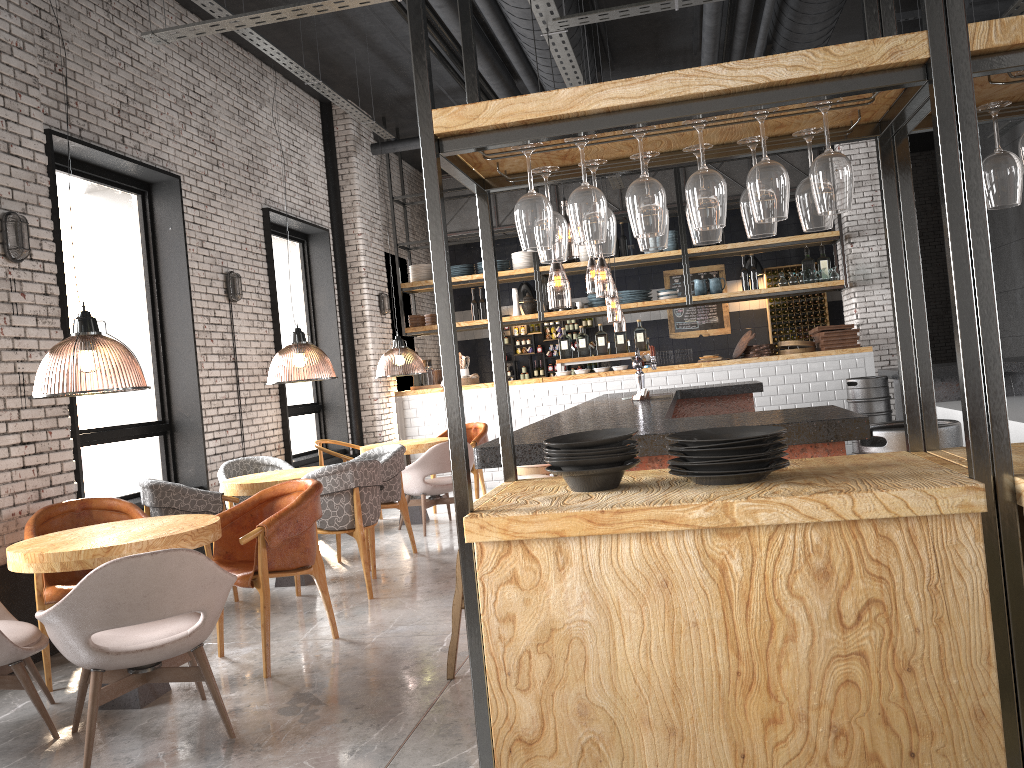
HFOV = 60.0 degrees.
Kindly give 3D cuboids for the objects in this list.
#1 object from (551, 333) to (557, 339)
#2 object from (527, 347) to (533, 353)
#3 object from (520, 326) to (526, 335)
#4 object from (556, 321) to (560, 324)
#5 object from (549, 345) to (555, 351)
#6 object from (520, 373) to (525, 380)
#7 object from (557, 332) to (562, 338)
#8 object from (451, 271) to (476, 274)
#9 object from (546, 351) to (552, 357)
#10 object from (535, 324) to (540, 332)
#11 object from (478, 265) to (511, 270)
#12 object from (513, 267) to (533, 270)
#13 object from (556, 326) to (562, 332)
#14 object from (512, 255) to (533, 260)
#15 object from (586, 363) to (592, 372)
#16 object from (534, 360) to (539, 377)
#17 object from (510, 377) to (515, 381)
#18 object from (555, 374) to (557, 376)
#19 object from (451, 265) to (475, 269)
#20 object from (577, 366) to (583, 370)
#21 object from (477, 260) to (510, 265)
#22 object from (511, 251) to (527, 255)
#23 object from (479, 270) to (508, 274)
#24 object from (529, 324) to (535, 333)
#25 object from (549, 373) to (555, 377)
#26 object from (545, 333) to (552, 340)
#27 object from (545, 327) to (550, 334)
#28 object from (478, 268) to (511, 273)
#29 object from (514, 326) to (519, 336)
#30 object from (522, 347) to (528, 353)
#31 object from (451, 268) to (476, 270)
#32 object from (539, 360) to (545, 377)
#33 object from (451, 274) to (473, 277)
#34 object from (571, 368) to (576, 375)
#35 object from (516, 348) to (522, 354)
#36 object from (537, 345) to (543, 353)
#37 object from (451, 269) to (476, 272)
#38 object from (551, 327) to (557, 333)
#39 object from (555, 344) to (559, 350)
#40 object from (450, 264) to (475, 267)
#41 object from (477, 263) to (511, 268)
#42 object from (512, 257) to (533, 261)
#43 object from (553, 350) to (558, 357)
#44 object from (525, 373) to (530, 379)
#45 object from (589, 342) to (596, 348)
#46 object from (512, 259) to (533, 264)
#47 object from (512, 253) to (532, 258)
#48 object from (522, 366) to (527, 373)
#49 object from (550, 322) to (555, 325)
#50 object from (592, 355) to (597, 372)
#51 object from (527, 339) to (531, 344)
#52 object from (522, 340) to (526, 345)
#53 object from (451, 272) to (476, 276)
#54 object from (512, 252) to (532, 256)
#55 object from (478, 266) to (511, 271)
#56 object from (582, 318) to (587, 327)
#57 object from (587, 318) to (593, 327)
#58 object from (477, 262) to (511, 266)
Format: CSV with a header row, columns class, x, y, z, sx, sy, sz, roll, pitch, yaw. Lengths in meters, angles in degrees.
class,x,y,z,sx,sy,sz,roll,pitch,yaw
object,0.704,-0.808,14.769,0.092,0.112,0.100,-6,0,-2
object,0.308,-0.577,14.851,0.092,0.108,0.105,-6,0,23
object,0.183,-0.894,14.859,0.079,0.156,0.079,-6,0,-4
object,0.759,-1.071,14.742,0.079,0.156,0.079,-6,0,-4
object,0.662,-0.605,14.793,0.090,0.101,0.111,-5,0,-22
object,0.176,-0.126,14.866,0.076,0.111,0.076,-5,0,-14
object,0.798,-0.815,14.752,0.092,0.108,0.105,-6,0,23
object,-0.714,-1.482,12.008,0.454,0.044,0.454,-5,0,7
object,0.615,-0.504,14.793,0.119,0.111,0.085,-6,0,-20
object,0.418,-1.002,14.830,0.079,0.281,0.079,-5,-1,-10
object,-0.239,-1.551,11.912,0.454,0.038,0.454,-5,0,13
object,0.179,-1.522,11.829,0.335,0.033,0.334,-6,1,-40
object,0.788,-0.916,14.752,0.092,0.108,0.105,-6,0,23
object,0.164,-1.674,11.832,0.335,0.041,0.334,-6,0,-19
object,1.266,-0.338,14.662,0.079,0.281,0.079,-6,-1,30
object,0.402,-0.256,14.837,0.079,0.281,0.079,-6,-1,20
object,0.003,-0.060,14.929,0.090,0.101,0.111,-5,0,-22
object,0.760,-0.135,14.764,0.092,0.108,0.105,-6,0,23
object,-0.721,-1.553,12.009,0.453,0.047,0.454,-5,0,9
object,1.127,-0.231,14.698,0.100,0.139,0.088,-6,0,12
object,-0.245,-1.621,11.913,0.453,0.039,0.454,-5,1,31
object,0.159,-1.732,11.832,0.335,0.039,0.334,-6,0,-15
object,-0.232,-1.480,11.912,0.454,0.033,0.454,-5,1,20
object,0.327,-0.993,14.849,0.079,0.281,0.079,-6,-1,15
object,0.666,-0.129,14.781,0.092,0.112,0.100,-6,0,-2
object,0.609,-0.797,14.789,0.089,0.108,0.106,-5,0,-28
object,0.595,-0.899,14.790,0.092,0.112,0.100,-6,0,-2
object,-0.233,-1.504,11.912,0.454,0.045,0.454,-6,0,-14
object,0.077,-0.884,14.880,0.079,0.156,0.079,-6,-1,41
object,0.219,-0.568,14.868,0.089,0.108,0.106,-5,0,-28
object,-0.718,-1.529,12.008,0.454,0.043,0.454,-5,0,17
object,0.494,-0.265,14.819,0.079,0.281,0.079,-5,-1,-20
object,-0.709,-1.434,12.007,0.454,0.033,0.454,-5,1,20
object,1.014,-0.206,14.698,0.076,0.111,0.076,-5,0,-24
object,0.116,-0.561,14.888,0.092,0.112,0.100,-6,0,-2
object,0.465,-0.585,14.828,0.100,0.139,0.088,-6,0,12
object,-0.715,-1.505,12.009,0.454,0.038,0.454,-6,0,-12
object,0.698,-0.907,14.770,0.089,0.108,0.106,-5,0,-28
object,0.759,-0.614,14.774,0.090,0.101,0.111,-5,0,-22
object,-0.723,-1.577,12.008,0.454,0.050,0.454,-5,1,25
object,-0.241,-1.574,11.913,0.454,0.037,0.453,-6,1,-34
object,0.165,-1.654,11.831,0.334,0.043,0.334,-6,0,-5
object,0.727,-0.510,14.781,0.090,0.101,0.111,-5,0,-22
object,0.256,-0.134,14.852,0.076,0.111,0.076,-6,0,16
object,1.325,-0.651,14.646,0.089,0.108,0.106,-5,0,-28
object,0.169,-1.619,11.830,0.335,0.040,0.334,-6,1,-34
object,0.162,-1.693,11.832,0.335,0.044,0.334,-6,0,-18
object,0.205,-0.241,14.863,0.076,0.111,0.076,-6,0,6
object,0.666,-1.062,14.760,0.079,0.156,0.079,-5,-1,-44
object,1.355,-0.347,14.648,0.079,0.281,0.079,-6,-1,15
object,0.281,-0.709,14.840,0.071,0.083,0.071,-6,0,1
object,0.197,-0.701,14.857,0.071,0.083,0.071,-6,0,1
object,-0.712,-1.459,12.008,0.454,0.043,0.454,-5,0,14
object,0.160,-1.712,11.831,0.335,0.039,0.334,-6,0,-14
object,-0.237,-1.527,11.912,0.454,0.042,0.453,-6,1,-28
object,1.190,-1.076,14.675,0.079,0.281,0.079,-5,-1,-15
object,1.282,-1.084,14.656,0.079,0.281,0.079,-6,-1,5
object,-0.243,-1.599,11.912,0.454,0.050,0.453,-6,0,-13
